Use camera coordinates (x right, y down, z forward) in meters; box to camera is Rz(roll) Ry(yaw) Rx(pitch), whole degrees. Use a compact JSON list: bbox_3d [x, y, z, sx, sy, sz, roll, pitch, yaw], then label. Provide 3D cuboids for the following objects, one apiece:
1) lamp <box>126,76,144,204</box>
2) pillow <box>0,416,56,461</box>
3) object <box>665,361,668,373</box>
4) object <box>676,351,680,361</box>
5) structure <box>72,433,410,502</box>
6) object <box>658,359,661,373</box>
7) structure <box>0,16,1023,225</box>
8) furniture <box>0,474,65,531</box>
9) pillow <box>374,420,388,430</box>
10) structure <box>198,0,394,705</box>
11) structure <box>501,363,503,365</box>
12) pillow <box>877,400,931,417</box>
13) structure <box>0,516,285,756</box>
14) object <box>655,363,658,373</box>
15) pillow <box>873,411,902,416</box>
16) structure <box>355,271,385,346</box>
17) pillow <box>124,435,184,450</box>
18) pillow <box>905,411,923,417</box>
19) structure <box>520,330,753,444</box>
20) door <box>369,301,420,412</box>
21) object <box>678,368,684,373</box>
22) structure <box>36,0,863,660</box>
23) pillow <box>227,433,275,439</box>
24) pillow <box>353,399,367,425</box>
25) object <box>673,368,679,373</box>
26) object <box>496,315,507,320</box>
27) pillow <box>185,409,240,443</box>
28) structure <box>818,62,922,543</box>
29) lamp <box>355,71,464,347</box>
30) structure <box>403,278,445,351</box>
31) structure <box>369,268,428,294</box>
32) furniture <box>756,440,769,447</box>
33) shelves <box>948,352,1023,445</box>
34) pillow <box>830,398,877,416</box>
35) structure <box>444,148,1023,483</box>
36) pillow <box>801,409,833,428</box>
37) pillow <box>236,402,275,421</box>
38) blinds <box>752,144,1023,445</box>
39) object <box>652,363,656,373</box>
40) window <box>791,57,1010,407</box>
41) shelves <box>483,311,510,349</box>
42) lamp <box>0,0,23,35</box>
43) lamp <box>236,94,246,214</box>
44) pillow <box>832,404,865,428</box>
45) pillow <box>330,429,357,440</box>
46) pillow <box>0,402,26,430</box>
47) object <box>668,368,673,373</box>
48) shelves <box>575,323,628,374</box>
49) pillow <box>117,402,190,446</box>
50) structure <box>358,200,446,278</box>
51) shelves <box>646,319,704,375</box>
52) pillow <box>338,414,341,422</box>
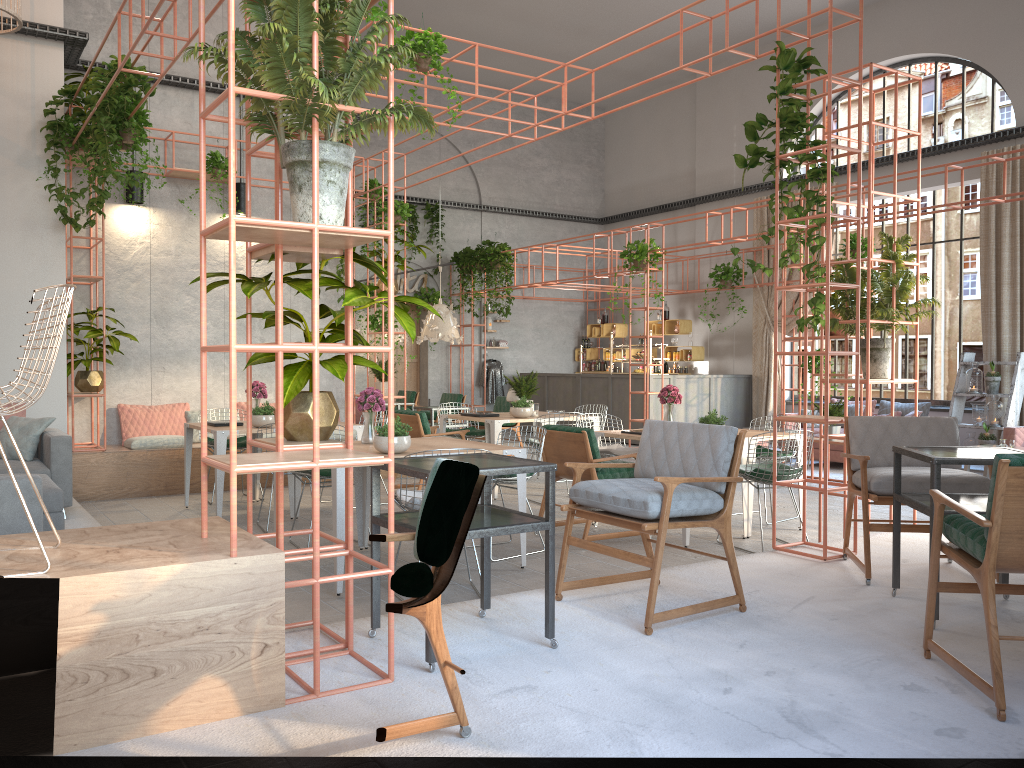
[{"bbox_3d":[-4.257,-2.757,10.003,0.179,1.425,0.185,-1,2,-33],"label":"lamp"},{"bbox_3d":[-4.042,0.446,7.271,0.495,0.349,0.308,1,1,17],"label":"pillow"},{"bbox_3d":[3.088,-0.363,17.764,0.074,0.287,0.072,0,1,-1],"label":"object"},{"bbox_3d":[3.226,-0.543,17.202,0.069,0.191,0.069,0,1,-16],"label":"object"},{"bbox_3d":[-4.280,0.882,12.685,4.386,0.500,5.831,-1,2,-33],"label":"structure"},{"bbox_3d":[2.949,-0.363,17.664,0.066,0.291,0.066,1,2,41],"label":"object"},{"bbox_3d":[-0.166,-3.486,9.998,15.603,0.110,15.203,-1,2,-33],"label":"structure"},{"bbox_3d":[-3.551,0.858,5.906,0.941,0.446,0.975,-1,2,-33],"label":"furniture"},{"bbox_3d":[-1.886,0.595,12.479,0.491,0.149,0.637,-1,2,-32],"label":"pillow"},{"bbox_3d":[-0.690,-0.652,3.298,0.748,3.623,0.722,-1,2,-33],"label":"structure"},{"bbox_3d":[-0.223,-0.436,18.950,0.066,0.044,0.019,-1,2,-33],"label":"structure"},{"bbox_3d":[5.832,0.496,13.290,0.273,0.476,0.836,-1,2,-33],"label":"pillow"},{"bbox_3d":[-3.593,0.566,4.329,3.396,1.111,9.152,-1,2,-33],"label":"structure"},{"bbox_3d":[2.899,-0.343,17.730,0.082,0.246,0.082,0,1,0],"label":"object"},{"bbox_3d":[5.542,0.561,13.246,0.479,0.317,0.441,1,2,38],"label":"pillow"},{"bbox_3d":[-2.891,-1.433,17.286,0.921,1.527,0.950,0,1,0],"label":"structure"},{"bbox_3d":[-3.920,0.649,9.825,0.637,0.149,0.491,-1,2,-32],"label":"pillow"},{"bbox_3d":[5.742,0.552,12.837,0.308,0.349,0.495,1,1,17],"label":"pillow"},{"bbox_3d":[2.348,0.020,17.660,2.579,2.022,4.057,-1,2,-33],"label":"structure"},{"bbox_3d":[-2.635,-0.377,18.271,1.360,2.729,0.551,-1,2,-33],"label":"door"},{"bbox_3d":[3.299,-0.263,17.356,0.115,0.107,0.115,-1,1,-27],"label":"object"},{"bbox_3d":[-3.113,-1.195,10.376,4.501,4.345,14.096,-1,2,-34],"label":"structure"},{"bbox_3d":[-3.040,0.638,10.396,0.637,0.149,0.491,-1,2,-32],"label":"pillow"},{"bbox_3d":[-2.182,0.416,12.155,0.276,0.474,0.839,-1,2,-43],"label":"pillow"},{"bbox_3d":[3.194,-0.261,17.289,0.115,0.107,0.115,1,1,23],"label":"object"},{"bbox_3d":[-0.226,-1.406,18.848,0.263,0.101,0.013,-1,2,-33],"label":"object"},{"bbox_3d":[-3.537,0.495,10.549,0.666,0.385,0.289,-1,2,-38],"label":"pillow"},{"bbox_3d":[2.724,-0.521,6.752,0.624,3.602,0.424,-1,2,-33],"label":"structure"},{"bbox_3d":[-2.022,-2.633,14.438,0.704,4.052,4.456,-1,2,-33],"label":"lamp"},{"bbox_3d":[-1.806,-1.428,18.041,0.950,1.527,0.921,-1,2,-35],"label":"structure"},{"bbox_3d":[-2.263,-2.051,17.615,1.312,0.505,0.063,-1,2,-33],"label":"structure"},{"bbox_3d":[3.018,0.922,12.778,0.941,0.446,0.976,-1,2,-33],"label":"furniture"},{"bbox_3d":[6.526,0.368,12.260,0.856,1.618,0.842,-1,2,-33],"label":"shelves"},{"bbox_3d":[5.348,0.476,14.056,0.276,0.474,0.839,-1,2,-33],"label":"pillow"},{"bbox_3d":[4.085,-0.681,13.161,4.157,4.247,14.689,-1,2,-33],"label":"structure"},{"bbox_3d":[4.834,0.557,14.023,0.500,0.324,0.307,0,1,2],"label":"pillow"},{"bbox_3d":[-2.989,0.441,10.876,0.839,0.474,0.276,0,1,-13],"label":"pillow"},{"bbox_3d":[5.764,-1.207,14.343,0.414,4.389,4.957,-1,2,-32],"label":"blinds"},{"bbox_3d":[2.848,-0.345,17.818,0.072,0.248,0.094,-1,2,-33],"label":"object"},{"bbox_3d":[6.271,-2.447,14.505,0.089,5.538,4.127,-1,2,-33],"label":"window"},{"bbox_3d":[-0.327,-1.143,18.765,0.560,0.790,0.186,-1,2,-33],"label":"shelves"},{"bbox_3d":[-4.684,-4.882,7.537,0.883,3.476,0.883,1,1,20],"label":"lamp"},{"bbox_3d":[-3.243,-2.769,10.661,0.179,1.425,0.185,-1,2,-33],"label":"lamp"},{"bbox_3d":[5.214,0.509,13.987,0.289,0.385,0.666,-1,2,-33],"label":"pillow"},{"bbox_3d":[-2.187,0.628,10.949,0.637,0.149,0.491,-1,2,-32],"label":"pillow"},{"bbox_3d":[-4.496,0.397,7.359,0.836,0.476,0.273,-1,2,-33],"label":"pillow"},{"bbox_3d":[3.124,-0.264,17.397,0.115,0.107,0.115,-1,2,-36],"label":"object"},{"bbox_3d":[2.033,-0.382,19.264,0.328,1.838,1.750,-1,2,-33],"label":"shelves"},{"bbox_3d":[-4.087,0.453,10.216,0.839,0.474,0.276,-1,2,-43],"label":"pillow"},{"bbox_3d":[-2.199,-2.887,17.510,1.939,1.514,0.856,-1,2,-39],"label":"structure"},{"bbox_3d":[3.078,-0.343,17.654,0.328,1.838,1.750,-1,2,-33],"label":"shelves"},{"bbox_3d":[-2.461,0.482,11.246,0.666,0.385,0.289,-1,2,-38],"label":"pillow"}]
